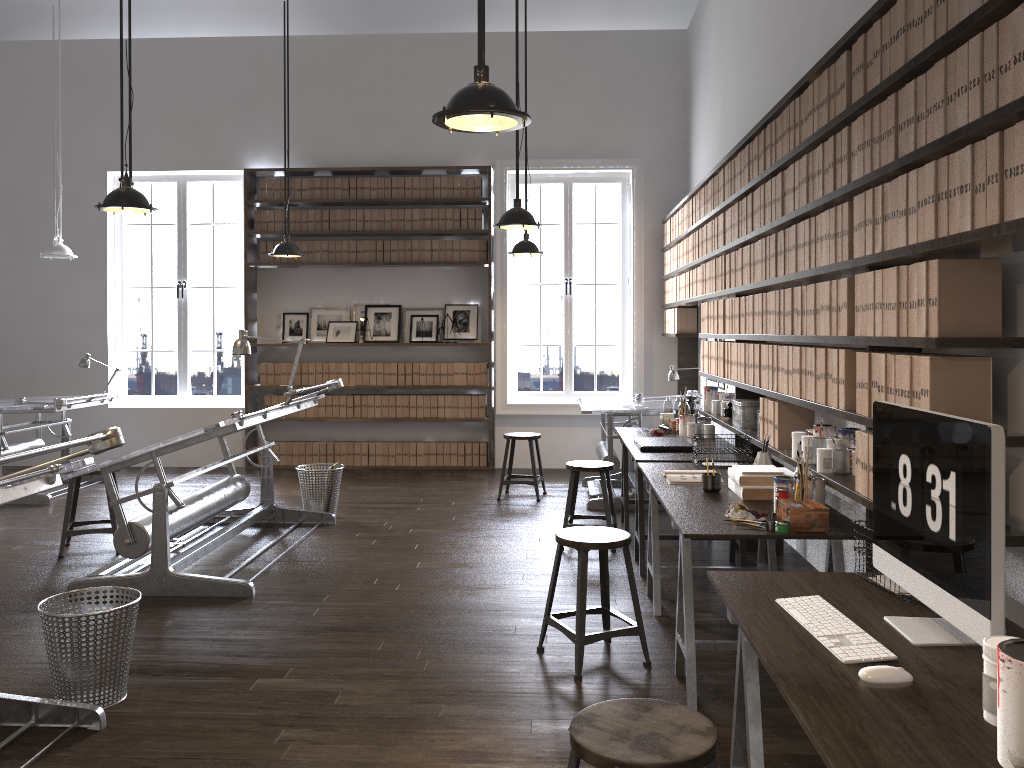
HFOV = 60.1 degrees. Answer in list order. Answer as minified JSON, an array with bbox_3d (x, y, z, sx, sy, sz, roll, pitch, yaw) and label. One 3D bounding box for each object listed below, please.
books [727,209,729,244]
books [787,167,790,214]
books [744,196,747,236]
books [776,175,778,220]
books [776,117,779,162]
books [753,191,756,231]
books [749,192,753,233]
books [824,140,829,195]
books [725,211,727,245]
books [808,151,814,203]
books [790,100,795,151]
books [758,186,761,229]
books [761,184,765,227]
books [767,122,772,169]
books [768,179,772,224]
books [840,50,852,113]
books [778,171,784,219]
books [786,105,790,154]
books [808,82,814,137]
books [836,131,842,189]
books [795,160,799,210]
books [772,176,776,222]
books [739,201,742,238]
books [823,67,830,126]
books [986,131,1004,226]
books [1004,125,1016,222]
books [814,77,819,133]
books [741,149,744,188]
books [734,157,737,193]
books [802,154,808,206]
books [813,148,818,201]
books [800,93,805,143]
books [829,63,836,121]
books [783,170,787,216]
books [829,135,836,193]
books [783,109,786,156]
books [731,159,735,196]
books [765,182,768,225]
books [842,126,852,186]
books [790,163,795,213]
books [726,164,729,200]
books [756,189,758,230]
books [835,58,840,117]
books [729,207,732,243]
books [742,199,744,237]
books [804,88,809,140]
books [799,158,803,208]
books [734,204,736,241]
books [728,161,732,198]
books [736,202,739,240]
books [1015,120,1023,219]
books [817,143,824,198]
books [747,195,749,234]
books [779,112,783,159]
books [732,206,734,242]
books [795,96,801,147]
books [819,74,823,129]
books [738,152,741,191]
[{"bbox_3d":[1.411,-0.958,5.419,0.174,0.225,0.067,0,1,3],"label":"books"},{"bbox_3d":[1.346,-0.876,4.029,0.174,0.225,0.067,0,1,3],"label":"books"},{"bbox_3d":[1.386,-0.930,4.938,0.174,0.225,0.067,0,1,3],"label":"books"},{"bbox_3d":[1.356,-0.888,4.235,0.174,0.225,0.067,0,1,3],"label":"books"},{"bbox_3d":[1.357,-1.165,4.233,0.174,0.225,0.067,0,1,3],"label":"books"},{"bbox_3d":[1.380,-0.917,4.718,0.174,0.225,0.067,0,1,3],"label":"books"},{"bbox_3d":[1.378,-0.921,4.792,0.174,0.226,0.067,0,1,3],"label":"books"},{"bbox_3d":[1.322,-0.843,3.477,0.174,0.225,0.067,0,1,3],"label":"books"},{"bbox_3d":[1.416,-0.963,5.488,0.174,0.225,0.067,0,1,3],"label":"books"},{"bbox_3d":[1.331,-0.856,3.689,0.174,0.225,0.067,0,1,3],"label":"books"},{"bbox_3d":[1.337,-1.149,3.954,0.174,0.225,0.067,0,1,3],"label":"books"},{"bbox_3d":[1.367,-0.909,4.589,0.174,0.226,0.067,0,1,3],"label":"books"},{"bbox_3d":[1.364,-0.905,4.517,0.174,0.225,0.067,0,1,3],"label":"books"},{"bbox_3d":[1.357,-1.174,4.376,0.174,0.225,0.067,0,1,3],"label":"books"},{"bbox_3d":[1.358,-0.896,4.370,0.174,0.226,0.067,0,1,3],"label":"books"},{"bbox_3d":[1.307,-1.108,3.261,0.174,0.225,0.067,0,1,3],"label":"books"},{"bbox_3d":[1.348,-0.884,4.169,0.174,0.226,0.067,0,1,3],"label":"books"},{"bbox_3d":[1.340,-1.153,4.026,0.174,0.226,0.067,0,1,3],"label":"books"},{"bbox_3d":[1.325,-1.132,3.672,0.174,0.226,0.067,0,1,3],"label":"books"},{"bbox_3d":[1.315,-0.834,3.328,0.174,0.225,0.067,0,1,3],"label":"books"},{"bbox_3d":[1.338,-0.867,3.886,0.174,0.225,0.067,0,1,3],"label":"books"},{"bbox_3d":[1.357,-0.892,4.298,0.174,0.225,0.067,0,1,3],"label":"books"},{"bbox_3d":[1.396,-0.938,5.079,0.174,0.225,0.067,0,1,3],"label":"books"},{"bbox_3d":[1.315,-1.120,3.470,0.174,0.226,0.067,0,1,3],"label":"books"},{"bbox_3d":[1.255,-0.496,2.150,0.174,0.226,0.067,0,1,3],"label":"books"},{"bbox_3d":[1.257,-0.491,2.076,0.174,0.225,0.067,0,1,3],"label":"books"},{"bbox_3d":[1.324,-1.128,3.599,0.174,0.225,0.067,0,1,3],"label":"books"},{"bbox_3d":[1.389,-1.211,5.000,0.174,0.225,0.067,0,1,3],"label":"books"},{"bbox_3d":[1.403,-1.223,5.212,0.174,0.225,0.067,0,1,3],"label":"books"},{"bbox_3d":[1.329,-0.860,3.757,0.174,0.226,0.067,0,1,3],"label":"books"},{"bbox_3d":[1.328,-0.852,3.618,0.174,0.225,0.067,0,1,3],"label":"books"},{"bbox_3d":[1.338,-1.140,3.812,0.174,0.225,0.067,0,1,3],"label":"books"},{"bbox_3d":[1.317,-1.116,3.402,0.174,0.225,0.067,0,1,3],"label":"books"},{"bbox_3d":[1.352,-0.880,4.098,0.174,0.225,0.067,0,1,3],"label":"books"},{"bbox_3d":[1.313,-0.839,3.402,0.174,0.226,0.067,0,1,3],"label":"books"},{"bbox_3d":[1.348,-1.157,4.089,0.174,0.225,0.067,0,1,3],"label":"books"},{"bbox_3d":[1.402,-1.228,5.282,0.174,0.225,0.067,0,1,3],"label":"books"},{"bbox_3d":[1.364,-0.901,4.445,0.174,0.225,0.067,0,1,3],"label":"books"},{"bbox_3d":[1.309,-0.830,3.252,0.174,0.225,0.067,0,1,3],"label":"books"},{"bbox_3d":[1.339,-0.872,3.959,0.174,0.226,0.067,0,1,3],"label":"books"},{"bbox_3d":[1.406,-1.236,5.427,0.174,0.226,0.067,0,1,3],"label":"books"},{"bbox_3d":[1.374,-0.913,4.652,0.174,0.225,0.067,0,1,3],"label":"books"},{"bbox_3d":[1.314,-1.112,3.332,0.174,0.225,0.067,0,1,3],"label":"books"},{"bbox_3d":[1.404,-0.954,5.349,0.174,0.226,0.067,0,1,3],"label":"books"},{"bbox_3d":[1.393,-0.934,5.008,0.174,0.225,0.067,0,1,3],"label":"books"},{"bbox_3d":[1.332,-1.136,3.742,0.174,0.225,0.067,0,1,3],"label":"books"},{"bbox_3d":[1.336,-0.864,3.823,0.174,0.225,0.067,0,1,3],"label":"books"},{"bbox_3d":[1.401,-0.946,5.213,0.174,0.225,0.067,0,1,3],"label":"books"},{"bbox_3d":[1.402,-1.232,5.354,0.174,0.225,0.067,0,1,3],"label":"books"},{"bbox_3d":[1.394,-0.942,5.147,0.174,0.226,0.067,0,1,3],"label":"books"},{"bbox_3d":[1.248,-0.487,2.010,0.174,0.225,0.067,0,1,3],"label":"books"},{"bbox_3d":[1.321,-0.847,3.548,0.174,0.225,0.067,0,1,3],"label":"books"},{"bbox_3d":[1.387,-0.926,4.867,0.174,0.225,0.067,0,1,3],"label":"books"},{"bbox_3d":[1.352,-1.161,4.164,0.174,0.225,0.067,0,1,3],"label":"books"},{"bbox_3d":[1.403,-0.950,5.276,0.174,0.225,0.067,0,1,3],"label":"books"},{"bbox_3d":[1.337,-1.144,3.881,0.174,0.225,0.067,0,1,3],"label":"books"},{"bbox_3d":[1.322,-1.124,3.537,0.174,0.225,0.067,0,1,3],"label":"books"},{"bbox_3d":[1.391,-1.215,5.072,0.174,0.226,0.067,0,1,3],"label":"books"}]
